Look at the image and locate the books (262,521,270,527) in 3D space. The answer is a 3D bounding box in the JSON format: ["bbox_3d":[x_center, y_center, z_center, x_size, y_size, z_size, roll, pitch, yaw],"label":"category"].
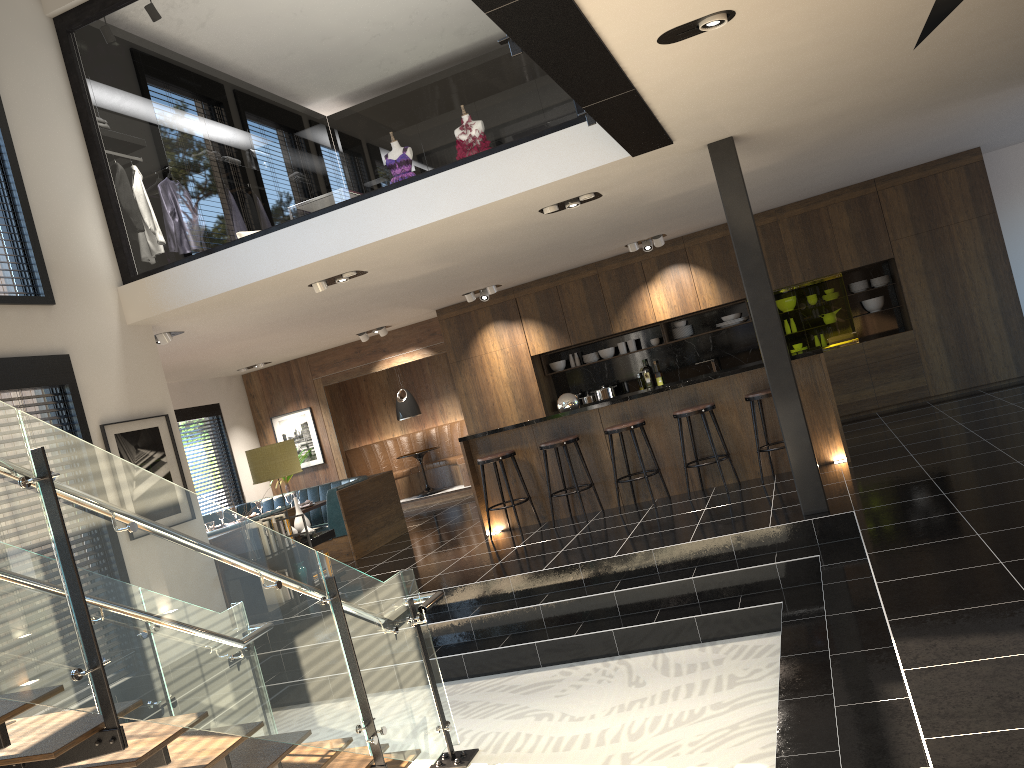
[{"bbox_3d":[-2.237,1.395,8.047,0.141,0.280,0.031,-15,0,18],"label":"books"}]

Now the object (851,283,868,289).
[{"bbox_3d":[4.328,-1.211,11.064,0.221,0.033,0.220,-15,0,28],"label":"object"}]

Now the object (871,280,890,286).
[{"bbox_3d":[4.571,-1.239,10.984,0.220,0.033,0.220,-15,0,2],"label":"object"}]

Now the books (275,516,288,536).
[{"bbox_3d":[-2.160,1.376,8.236,0.155,0.280,0.028,-15,0,18],"label":"books"}]

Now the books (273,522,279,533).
[{"bbox_3d":[-2.192,1.397,8.096,0.202,0.255,0.025,-15,0,18],"label":"books"}]

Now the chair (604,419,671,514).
[{"bbox_3d":[1.154,0.763,8.329,0.413,0.799,0.412,-14,0,28],"label":"chair"}]

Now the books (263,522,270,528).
[{"bbox_3d":[-2.233,1.396,7.988,0.160,0.276,0.030,-15,0,18],"label":"books"}]

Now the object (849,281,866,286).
[{"bbox_3d":[4.320,-1.244,11.064,0.221,0.033,0.220,-15,0,28],"label":"object"}]

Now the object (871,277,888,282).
[{"bbox_3d":[4.560,-1.283,10.984,0.220,0.033,0.220,-15,0,2],"label":"object"}]

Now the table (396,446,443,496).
[{"bbox_3d":[-1.363,1.360,13.673,0.702,0.644,0.702,-15,0,-7],"label":"table"}]

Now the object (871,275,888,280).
[{"bbox_3d":[4.554,-1.305,10.984,0.220,0.033,0.220,-15,0,2],"label":"object"}]

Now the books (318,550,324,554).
[{"bbox_3d":[-1.880,1.757,8.622,0.156,0.263,0.025,-15,0,18],"label":"books"}]

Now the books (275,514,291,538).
[{"bbox_3d":[-2.160,1.369,8.263,0.178,0.294,0.024,-15,0,18],"label":"books"}]

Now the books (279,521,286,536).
[{"bbox_3d":[-2.179,1.394,8.181,0.195,0.255,0.034,-15,0,18],"label":"books"}]

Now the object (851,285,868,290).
[{"bbox_3d":[4.334,-1.189,11.064,0.221,0.033,0.220,-15,0,28],"label":"object"}]

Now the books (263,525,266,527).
[{"bbox_3d":[-2.255,1.408,7.938,0.173,0.262,0.030,-15,0,18],"label":"books"}]

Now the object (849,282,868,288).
[{"bbox_3d":[4.326,-1.221,11.064,0.221,0.033,0.220,-15,0,28],"label":"object"}]

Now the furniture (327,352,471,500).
[{"bbox_3d":[-1.432,0.539,14.109,2.641,2.335,1.173,-15,0,18],"label":"furniture"}]

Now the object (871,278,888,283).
[{"bbox_3d":[4.562,-1.273,10.984,0.220,0.033,0.220,-15,0,2],"label":"object"}]

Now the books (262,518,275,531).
[{"bbox_3d":[-2.228,1.384,8.077,0.170,0.298,0.032,-15,0,18],"label":"books"}]

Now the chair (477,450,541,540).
[{"bbox_3d":[-0.060,1.082,8.744,0.413,0.799,0.412,-14,0,28],"label":"chair"}]

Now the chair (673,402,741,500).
[{"bbox_3d":[1.760,0.603,8.121,0.413,0.799,0.412,-14,0,28],"label":"chair"}]

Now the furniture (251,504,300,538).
[{"bbox_3d":[-3.479,1.959,8.663,2.612,0.822,1.363,-15,0,18],"label":"furniture"}]

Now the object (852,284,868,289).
[{"bbox_3d":[4.332,-1.199,11.064,0.221,0.033,0.220,-15,0,28],"label":"object"}]

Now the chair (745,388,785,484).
[{"bbox_3d":[2.367,0.443,7.913,0.413,0.799,0.412,-14,0,28],"label":"chair"}]

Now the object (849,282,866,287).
[{"bbox_3d":[4.323,-1.231,11.064,0.221,0.033,0.220,-15,0,28],"label":"object"}]

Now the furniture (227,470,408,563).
[{"bbox_3d":[-2.787,1.790,10.705,2.612,0.822,1.363,-15,0,18],"label":"furniture"}]

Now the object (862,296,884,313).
[{"bbox_3d":[4.510,-0.981,11.038,0.264,0.170,0.264,-15,0,-7],"label":"object"}]

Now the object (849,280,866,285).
[{"bbox_3d":[4.317,-1.255,11.064,0.221,0.033,0.220,-15,0,28],"label":"object"}]

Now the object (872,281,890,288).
[{"bbox_3d":[4.574,-1.226,10.984,0.220,0.033,0.220,-15,0,2],"label":"object"}]

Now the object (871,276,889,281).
[{"bbox_3d":[4.557,-1.293,10.984,0.220,0.033,0.220,-15,0,2],"label":"object"}]

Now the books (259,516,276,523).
[{"bbox_3d":[-2.207,1.375,8.129,0.155,0.306,0.032,-15,0,18],"label":"books"}]

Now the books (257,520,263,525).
[{"bbox_3d":[-2.261,1.384,7.904,0.160,0.312,0.035,-15,0,18],"label":"books"}]

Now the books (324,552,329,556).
[{"bbox_3d":[-1.876,1.773,8.655,0.231,0.232,0.037,-15,0,18],"label":"books"}]

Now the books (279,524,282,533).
[{"bbox_3d":[-2.180,1.398,8.151,0.149,0.246,0.023,-15,0,18],"label":"books"}]

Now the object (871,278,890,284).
[{"bbox_3d":[4.565,-1.261,10.984,0.220,0.033,0.220,-15,0,2],"label":"object"}]

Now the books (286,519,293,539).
[{"bbox_3d":[-2.135,1.385,8.284,0.162,0.250,0.028,-15,0,18],"label":"books"}]

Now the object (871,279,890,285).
[{"bbox_3d":[4.568,-1.250,10.984,0.220,0.033,0.220,-15,0,2],"label":"object"}]

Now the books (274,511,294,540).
[{"bbox_3d":[-2.146,1.359,8.365,0.131,0.307,0.022,-15,0,18],"label":"books"}]

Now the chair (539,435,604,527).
[{"bbox_3d":[0.547,0.923,8.536,0.413,0.799,0.412,-14,0,28],"label":"chair"}]

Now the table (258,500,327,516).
[{"bbox_3d":[-2.857,1.891,10.450,1.540,0.661,0.822,-15,0,18],"label":"table"}]
